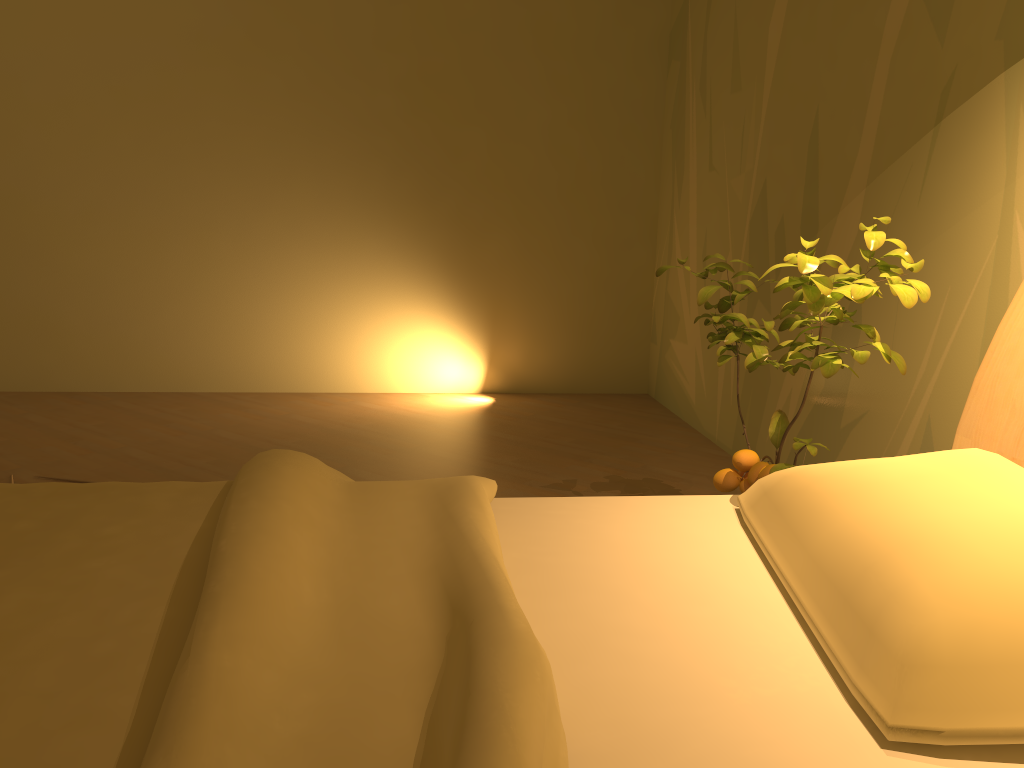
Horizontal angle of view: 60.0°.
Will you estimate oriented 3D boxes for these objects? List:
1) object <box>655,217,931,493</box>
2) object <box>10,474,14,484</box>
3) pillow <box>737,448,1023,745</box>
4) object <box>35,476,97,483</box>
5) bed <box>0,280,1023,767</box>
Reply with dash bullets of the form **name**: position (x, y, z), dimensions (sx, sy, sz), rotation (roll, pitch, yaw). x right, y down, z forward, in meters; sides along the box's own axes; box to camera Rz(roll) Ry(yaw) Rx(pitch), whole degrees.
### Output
- **object**: position (0.571, 0.077, 2.094), dimensions (0.372, 0.944, 0.828), rotation (-1, 12, -14)
- **object**: position (-1.615, 0.331, 2.864), dimensions (0.010, 0.015, 0.325), rotation (-5, 13, -29)
- **pillow**: position (0.649, 0.248, 1.302), dimensions (0.482, 0.213, 0.801), rotation (2, 11, 2)
- **object**: position (-1.454, 0.321, 2.953), dimensions (0.325, 0.010, 0.010), rotation (4, 11, 12)
- **bed**: position (-0.042, 0.257, 1.221), dimensions (2.378, 0.894, 1.286), rotation (0, 11, -8)
